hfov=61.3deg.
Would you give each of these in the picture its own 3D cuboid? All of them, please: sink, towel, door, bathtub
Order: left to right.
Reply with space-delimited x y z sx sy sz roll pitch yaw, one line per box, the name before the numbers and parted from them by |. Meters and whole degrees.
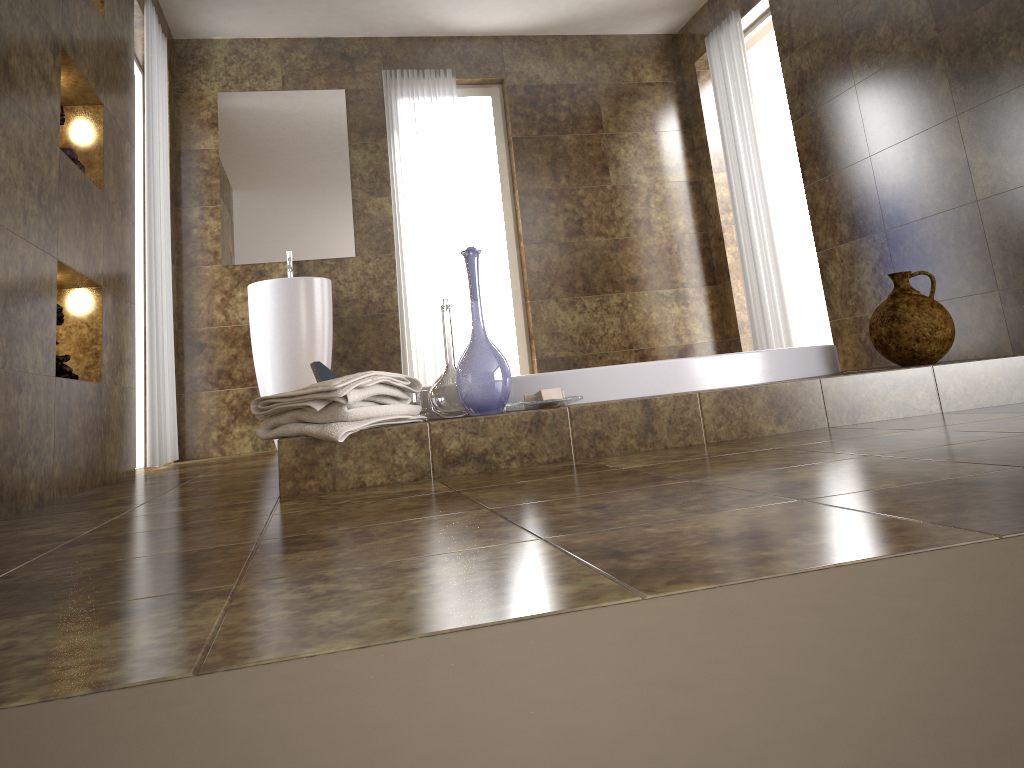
sink | -1.220 -0.220 4.803 0.460 1.176 0.418 -4 -12 -10
towel | -0.414 0.057 2.063 0.333 0.155 0.318 -8 -4 32
bathtub | 0.253 0.108 3.058 1.733 0.541 1.718 -7 -2 18
door | 1.969 -1.101 5.425 0.949 2.304 0.039 -10 -13 19

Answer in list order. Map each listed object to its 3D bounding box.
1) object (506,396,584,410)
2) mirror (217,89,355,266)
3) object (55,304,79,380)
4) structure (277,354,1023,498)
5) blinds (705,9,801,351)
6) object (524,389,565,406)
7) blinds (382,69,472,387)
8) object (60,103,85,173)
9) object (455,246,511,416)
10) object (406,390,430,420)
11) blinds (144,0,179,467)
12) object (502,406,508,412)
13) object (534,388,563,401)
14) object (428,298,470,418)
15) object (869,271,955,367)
object | 0.081 0.050 2.124 0.191 0.019 0.184 -6 -1 -24
mirror | -1.375 -1.277 5.258 0.770 1.129 0.008 -4 -13 -13
object | -1.517 -0.141 2.858 0.153 0.283 0.145 -4 -10 -12
structure | 0.255 0.116 3.058 2.012 0.128 1.941 -6 -1 -13
blinds | 1.404 -1.095 5.118 0.069 2.355 0.462 -3 -13 -13
object | 0.080 0.034 2.139 0.100 0.033 0.059 -6 -4 2
blinds | -0.484 -0.895 5.318 0.520 2.343 0.064 -3 -13 -13
object | -1.605 -0.873 3.048 0.175 0.295 0.107 -4 -12 -13
object | -0.083 -0.137 2.132 0.136 0.434 0.130 -5 -12 -5
object | -0.305 0.064 2.292 0.170 0.078 0.164 -4 -3 -32
blinds | -1.735 -0.766 4.273 0.068 2.355 0.573 -3 -12 -13
object | -0.045 0.015 2.228 0.056 0.119 0.057 -15 -14 39
object | 0.088 0.029 2.071 0.053 0.035 0.071 -5 -3 -12
object | -0.161 -0.070 2.236 0.130 0.319 0.124 -5 -11 -5
object | 1.165 -0.193 2.537 0.229 0.284 0.222 1 -11 -41
